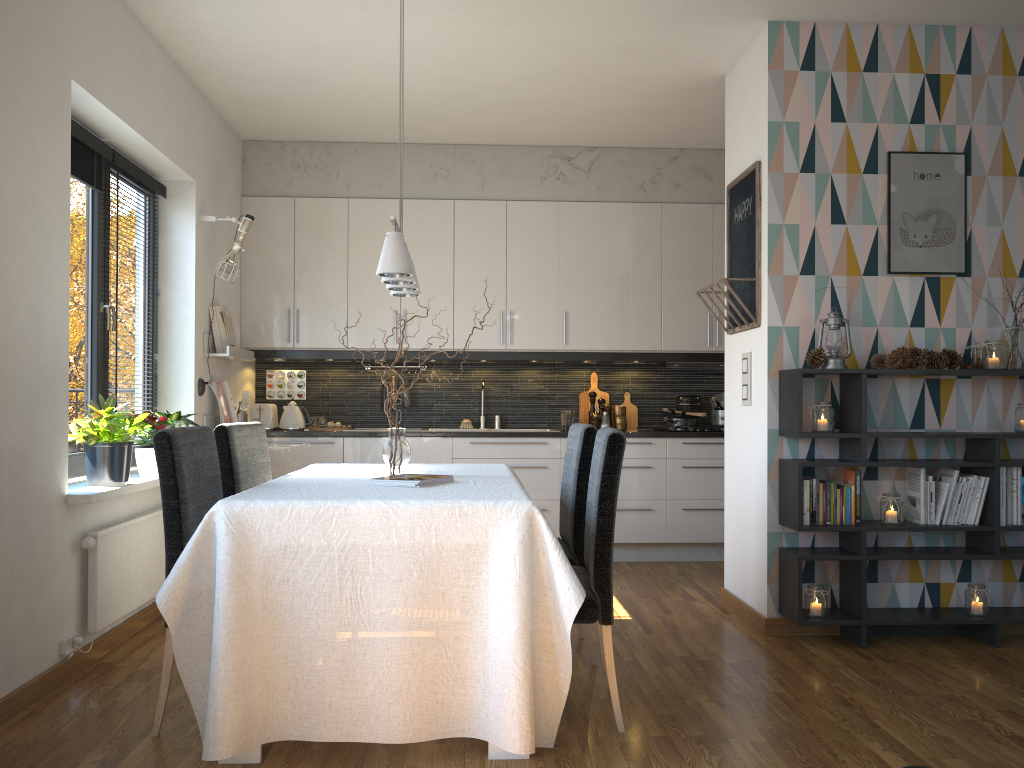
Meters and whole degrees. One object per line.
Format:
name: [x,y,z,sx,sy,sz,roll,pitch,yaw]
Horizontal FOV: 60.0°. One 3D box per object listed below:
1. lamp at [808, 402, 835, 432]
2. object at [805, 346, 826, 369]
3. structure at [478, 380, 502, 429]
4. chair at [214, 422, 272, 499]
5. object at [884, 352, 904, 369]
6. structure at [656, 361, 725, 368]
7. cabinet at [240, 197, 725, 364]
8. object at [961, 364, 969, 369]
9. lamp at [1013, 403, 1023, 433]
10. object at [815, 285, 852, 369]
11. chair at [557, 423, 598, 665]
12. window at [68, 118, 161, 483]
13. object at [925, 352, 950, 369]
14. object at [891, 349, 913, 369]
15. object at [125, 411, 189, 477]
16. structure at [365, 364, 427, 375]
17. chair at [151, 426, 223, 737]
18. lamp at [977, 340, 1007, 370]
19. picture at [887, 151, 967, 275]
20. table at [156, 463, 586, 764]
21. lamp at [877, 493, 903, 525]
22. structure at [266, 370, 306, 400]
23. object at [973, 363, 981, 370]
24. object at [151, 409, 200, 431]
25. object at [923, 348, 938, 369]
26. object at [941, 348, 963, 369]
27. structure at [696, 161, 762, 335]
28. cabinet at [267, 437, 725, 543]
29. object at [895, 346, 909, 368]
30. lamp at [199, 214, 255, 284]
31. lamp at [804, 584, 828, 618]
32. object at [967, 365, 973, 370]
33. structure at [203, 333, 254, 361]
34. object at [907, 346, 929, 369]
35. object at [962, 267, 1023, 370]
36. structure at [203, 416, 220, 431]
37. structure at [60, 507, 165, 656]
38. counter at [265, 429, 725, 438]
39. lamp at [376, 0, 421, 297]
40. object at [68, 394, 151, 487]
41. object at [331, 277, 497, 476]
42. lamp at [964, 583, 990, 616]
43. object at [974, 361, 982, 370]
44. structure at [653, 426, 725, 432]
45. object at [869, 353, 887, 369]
lamp: [1.357,0.145,3.886,0.106,0.131,0.098,0,-1,10]
object: [1.327,-0.117,3.872,0.086,0.101,0.078,0,-1,11]
structure: [-0.145,0.148,6.281,0.167,0.347,0.195,0,-1,-11]
chair: [-0.910,0.642,3.698,0.545,0.960,0.461,0,-1,2]
object: [1.660,-0.100,3.856,0.082,0.085,0.082,0,-1,12]
structure: [1.363,-0.178,6.286,0.623,0.148,0.362,0,-1,-3]
cabinet: [0.304,-0.693,6.190,4.235,1.069,0.458,0,-1,-3]
object: [2.038,-0.073,3.984,0.035,0.035,0.030,1,-1,-30]
lamp: [2.280,0.150,3.934,0.098,0.131,0.106,0,-1,-11]
object: [1.423,-0.254,3.908,0.154,0.383,0.163,0,-1,13]
chair: [0.074,0.647,3.747,0.545,0.960,0.461,0,-1,-3]
window: [-1.924,-0.353,4.118,0.119,1.587,1.561,0,-1,-3]
object: [1.873,-0.100,3.919,0.106,0.086,0.091,0,-1,11]
object: [1.710,-0.107,3.913,0.110,0.101,0.114,1,-1,-21]
object: [-1.705,0.282,4.222,0.371,0.308,0.380,1,-1,-28]
structure: [-0.831,-0.106,6.321,0.443,0.081,0.067,0,-1,-3]
chair: [-0.875,0.626,2.995,0.545,0.960,0.461,0,-1,-3]
lamp: [2.105,-0.125,3.881,0.106,0.131,0.098,0,-1,10]
picture: [1.899,-0.781,4.057,0.365,0.559,0.014,0,-1,-3]
table: [-0.438,0.735,3.380,1.235,0.763,1.857,0,-1,-2]
lamp: [1.665,0.548,3.897,0.098,0.131,0.106,0,-1,32]
structure: [-1.606,0.006,6.292,0.279,0.209,0.045,0,-1,-3]
object: [2.048,-0.074,3.903,0.035,0.035,0.030,0,-1,-5]
object: [-1.779,0.288,4.618,0.354,0.315,0.292,0,-1,-12]
object: [1.872,-0.111,3.988,0.097,0.102,0.099,1,-1,-32]
object: [1.953,-0.113,3.942,0.092,0.100,0.083,0,-1,22]
structure: [1.055,-0.648,4.356,0.185,0.775,0.495,0,-1,-3]
cabinet: [0.319,0.700,5.814,4.223,0.690,0.040,0,-1,-3]
object: [1.755,-0.119,3.983,0.090,0.106,0.097,0,-1,18]
lamp: [-1.619,-0.766,5.020,0.312,0.395,0.131,0,-1,2]
lamp: [1.327,0.948,3.876,0.098,0.131,0.106,0,-1,11]
object: [2.036,-0.070,3.941,0.026,0.027,0.030,0,-1,29]
structure: [-1.704,-0.217,5.361,0.147,0.129,0.594,0,-1,-3]
object: [1.782,-0.113,3.911,0.108,0.108,0.094,1,-1,-35]
object: [2.236,-0.320,3.873,0.298,0.522,0.426,0,-1,-6]
structure: [-1.705,0.256,5.356,0.147,0.129,0.595,0,-1,-3]
structure: [-1.673,0.821,4.024,0.078,0.459,1.457,0,-1,-2]
counter: [0.306,0.417,6.103,4.250,0.192,0.622,0,-1,-3]
lamp: [-0.426,-1.018,3.415,0.131,1.284,0.760,0,-1,-3]
object: [-1.709,0.233,3.739,0.299,0.384,0.333,0,-1,12]
object: [-0.411,-0.033,3.494,0.615,0.785,0.403,1,-1,-28]
lamp: [2.051,0.952,3.913,0.098,0.131,0.106,0,-1,-1]
object: [2.066,-0.078,3.930,0.038,0.043,0.039,0,-1,33]
structure: [1.359,0.311,6.147,0.662,0.041,0.500,0,-1,-3]
object: [1.632,-0.098,3.921,0.078,0.084,0.098,0,-1,-2]
